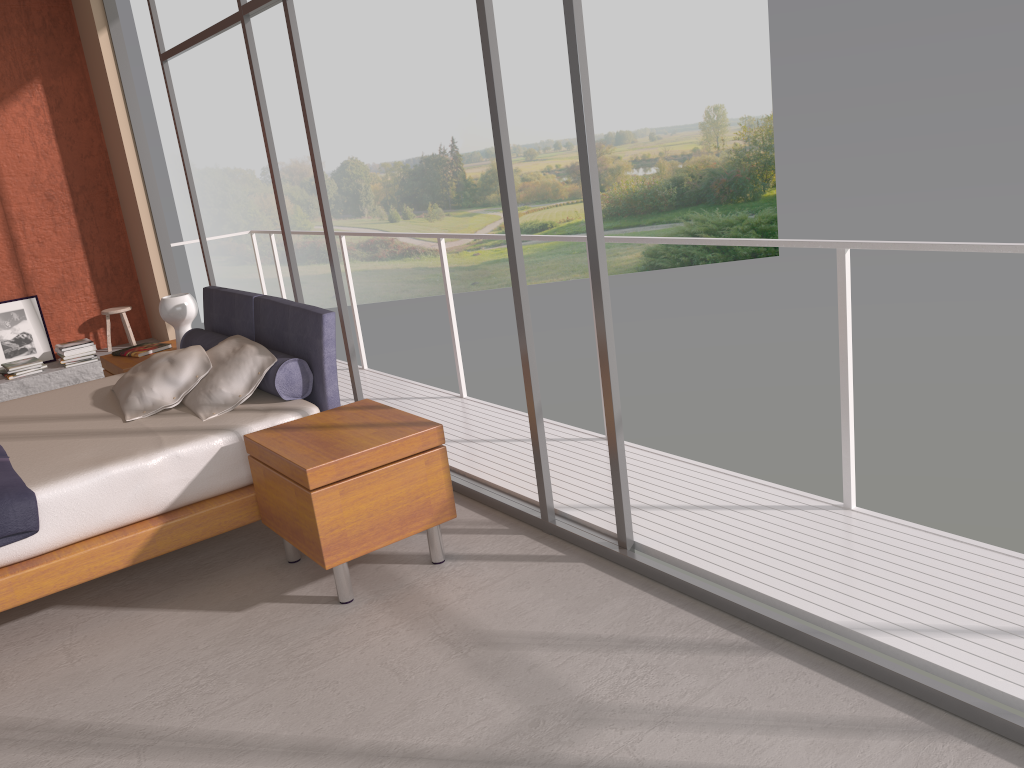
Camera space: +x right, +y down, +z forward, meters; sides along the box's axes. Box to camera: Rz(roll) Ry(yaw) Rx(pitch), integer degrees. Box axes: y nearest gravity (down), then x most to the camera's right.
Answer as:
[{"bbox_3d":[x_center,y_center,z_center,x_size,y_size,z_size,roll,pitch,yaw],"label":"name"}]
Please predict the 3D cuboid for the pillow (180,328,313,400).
[{"bbox_3d":[-1.389,-0.124,4.537,0.205,0.201,1.470,-18,18,-33],"label":"pillow"}]

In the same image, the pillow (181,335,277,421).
[{"bbox_3d":[-1.391,-0.042,4.208,0.400,0.265,0.791,-17,18,-30],"label":"pillow"}]

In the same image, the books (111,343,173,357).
[{"bbox_3d":[-2.341,-0.216,5.611,0.287,0.025,0.247,4,19,35],"label":"books"}]

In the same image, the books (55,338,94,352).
[{"bbox_3d":[-3.536,-0.315,7.166,0.247,0.025,0.287,-18,18,-33],"label":"books"}]

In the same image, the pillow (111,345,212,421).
[{"bbox_3d":[-1.747,-0.038,4.395,0.431,0.264,0.869,-15,17,-26],"label":"pillow"}]

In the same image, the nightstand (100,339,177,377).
[{"bbox_3d":[-2.189,0.063,5.634,0.562,0.556,0.628,-18,18,-33],"label":"nightstand"}]

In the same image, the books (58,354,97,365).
[{"bbox_3d":[-3.522,-0.208,7.196,0.247,0.018,0.287,-18,18,-33],"label":"books"}]

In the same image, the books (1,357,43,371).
[{"bbox_3d":[-3.858,-0.159,6.982,0.247,0.018,0.328,-19,19,-36],"label":"books"}]

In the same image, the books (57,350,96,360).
[{"bbox_3d":[-3.524,-0.253,7.179,0.247,0.027,0.328,-17,18,-31],"label":"books"}]

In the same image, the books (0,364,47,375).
[{"bbox_3d":[-3.860,-0.119,7.000,0.328,0.018,0.247,5,20,39],"label":"books"}]

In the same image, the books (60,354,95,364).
[{"bbox_3d":[-3.512,-0.223,7.169,0.247,0.025,0.287,-14,17,-23],"label":"books"}]

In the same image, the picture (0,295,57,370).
[{"bbox_3d":[-4.016,-0.402,7.182,0.458,0.550,0.117,-18,18,-33],"label":"picture"}]

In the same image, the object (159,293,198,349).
[{"bbox_3d":[-2.027,-0.376,5.444,0.224,0.338,0.224,-14,17,-22],"label":"object"}]

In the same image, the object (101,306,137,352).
[{"bbox_3d":[-3.288,-0.468,7.489,0.260,0.349,0.257,0,17,24],"label":"object"}]

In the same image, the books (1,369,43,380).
[{"bbox_3d":[-3.862,-0.092,6.992,0.247,0.025,0.287,-19,19,-36],"label":"books"}]

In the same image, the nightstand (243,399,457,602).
[{"bbox_3d":[-0.636,0.444,3.532,0.562,0.556,0.628,-18,18,-33],"label":"nightstand"}]

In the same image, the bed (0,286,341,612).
[{"bbox_3d":[-2.200,0.307,4.033,2.462,0.959,2.017,-18,18,-33],"label":"bed"}]

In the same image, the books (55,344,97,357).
[{"bbox_3d":[-3.528,-0.284,7.170,0.247,0.038,0.319,-19,19,-35],"label":"books"}]

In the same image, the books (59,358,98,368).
[{"bbox_3d":[-3.516,-0.189,7.196,0.247,0.018,0.328,-17,18,-31],"label":"books"}]

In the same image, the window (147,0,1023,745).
[{"bbox_3d":[-0.549,-1.022,3.953,0.075,3.133,6.106,-18,18,-33],"label":"window"}]

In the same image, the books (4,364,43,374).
[{"bbox_3d":[-3.851,-0.139,6.984,0.247,0.025,0.287,-17,18,-31],"label":"books"}]

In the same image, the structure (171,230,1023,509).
[{"bbox_3d":[-0.220,-0.211,4.588,0.728,1.005,7.689,-18,18,-33],"label":"structure"}]
